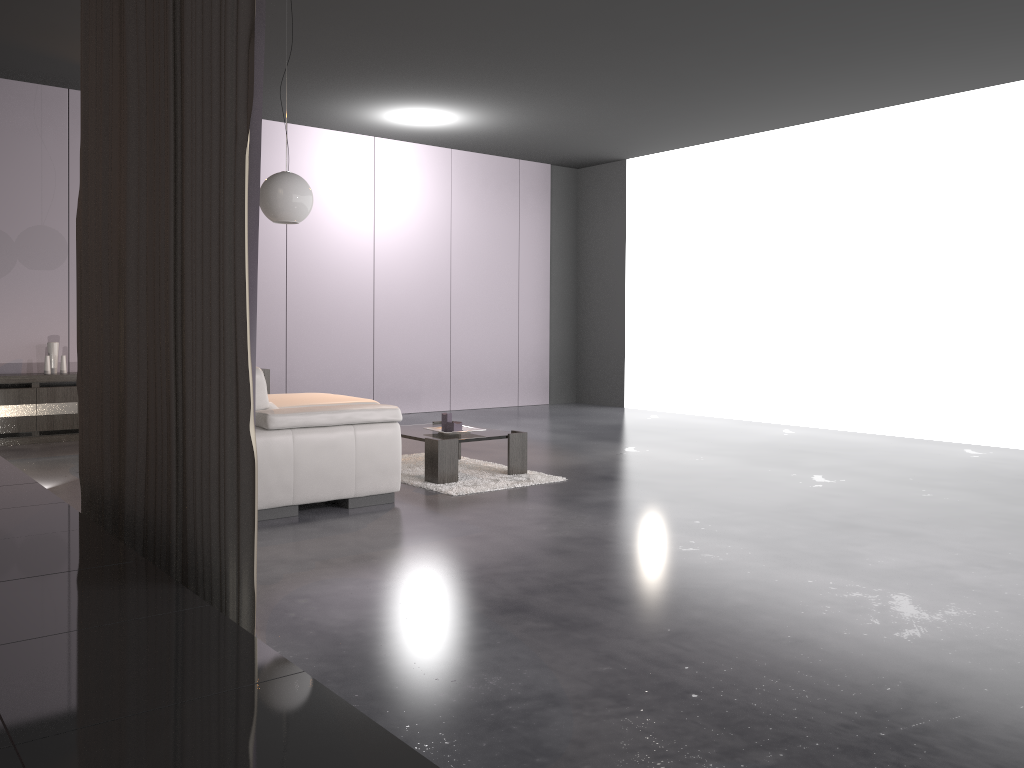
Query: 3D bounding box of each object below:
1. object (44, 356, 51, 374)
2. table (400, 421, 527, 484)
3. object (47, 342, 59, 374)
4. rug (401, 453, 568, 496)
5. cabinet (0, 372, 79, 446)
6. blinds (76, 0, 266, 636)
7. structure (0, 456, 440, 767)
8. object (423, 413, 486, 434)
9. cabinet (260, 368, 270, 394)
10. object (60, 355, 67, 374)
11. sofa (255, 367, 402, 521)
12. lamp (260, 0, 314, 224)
[{"bbox_3d":[-3.856,-0.159,7.348,0.051,0.152,0.051,1,1,30],"label":"object"},{"bbox_3d":[-0.453,0.439,5.934,0.701,0.270,0.906,-2,4,-38],"label":"table"},{"bbox_3d":[-3.862,-0.221,7.453,0.089,0.263,0.089,1,1,13],"label":"object"},{"bbox_3d":[-0.453,0.578,5.919,0.917,0.023,1.528,-3,5,-38],"label":"rug"},{"bbox_3d":[-3.955,0.197,7.297,1.073,0.554,0.377,-2,3,-38],"label":"cabinet"},{"bbox_3d":[-1.044,-0.725,2.922,0.248,2.994,3.292,0,2,-38],"label":"blinds"},{"bbox_3d":[-1.915,0.627,2.831,1.001,0.300,8.782,-2,5,-38],"label":"structure"},{"bbox_3d":[-0.379,0.252,5.842,0.304,0.136,0.305,-2,4,-34],"label":"object"},{"bbox_3d":[-2.820,0.147,8.194,1.073,0.554,0.377,-2,3,-38],"label":"cabinet"},{"bbox_3d":[-3.760,-0.163,7.423,0.051,0.152,0.051,1,1,30],"label":"object"},{"bbox_3d":[-1.490,0.147,5.971,1.869,0.858,2.865,-2,4,-38],"label":"sofa"},{"bbox_3d":[-1.293,-1.633,5.077,0.306,1.414,0.307,1,1,19],"label":"lamp"}]
